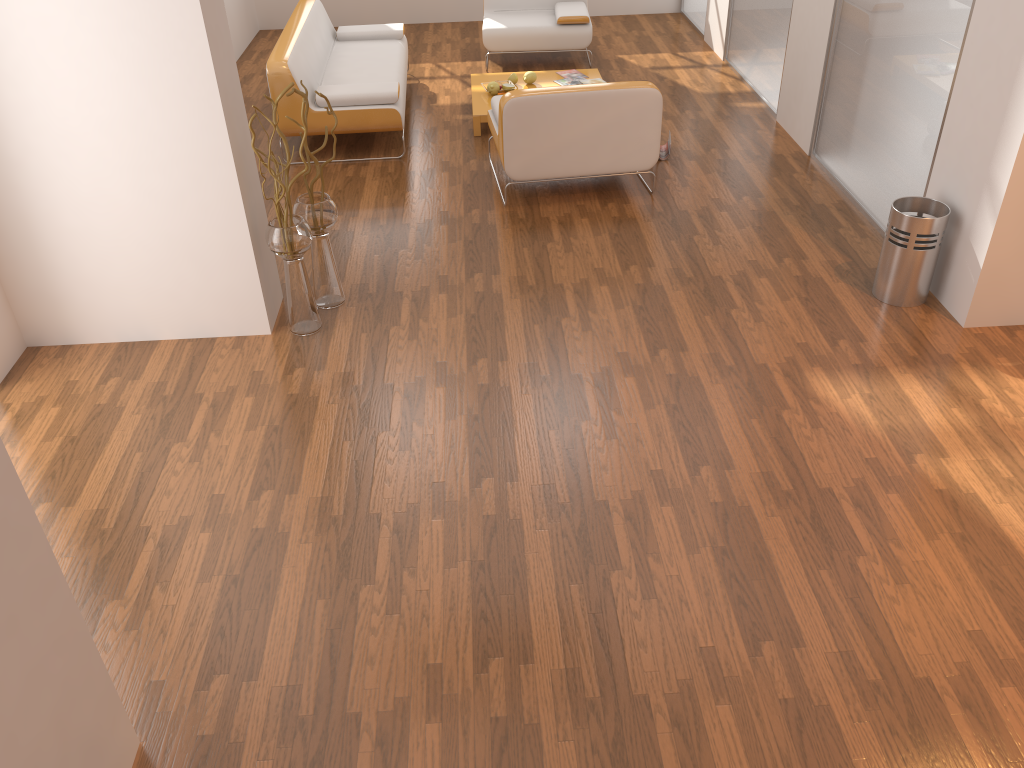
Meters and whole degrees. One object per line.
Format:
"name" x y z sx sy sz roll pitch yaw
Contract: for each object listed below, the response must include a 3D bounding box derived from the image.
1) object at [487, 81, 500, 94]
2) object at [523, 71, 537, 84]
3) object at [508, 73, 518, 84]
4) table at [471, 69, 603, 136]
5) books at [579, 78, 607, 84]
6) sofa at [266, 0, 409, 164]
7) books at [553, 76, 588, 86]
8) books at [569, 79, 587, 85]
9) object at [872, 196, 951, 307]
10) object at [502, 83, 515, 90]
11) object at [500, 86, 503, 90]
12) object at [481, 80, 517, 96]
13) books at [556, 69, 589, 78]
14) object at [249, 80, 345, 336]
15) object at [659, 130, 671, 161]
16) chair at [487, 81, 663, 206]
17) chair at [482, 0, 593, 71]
"object" -0.134 -2.160 6.470 0.102 0.095 0.101 -22 40 -26
"object" 0.135 -2.308 6.679 0.105 0.091 0.103 -6 35 -6
"object" 0.005 -2.299 6.675 0.080 0.087 0.094 13 38 21
"table" 0.204 -2.113 6.608 1.000 0.150 1.000 -3 35 -2
"books" 0.627 -2.241 6.621 0.171 0.004 0.249 -13 37 -15
"sofa" -1.203 -2.319 6.526 0.825 0.661 2.010 -4 35 -3
"books" 0.454 -2.292 6.717 0.249 0.004 0.171 -18 38 -22
"books" 0.518 -2.243 6.637 0.171 0.004 0.249 10 37 17
"object" 1.856 -0.616 4.136 0.248 0.450 0.248 25 43 33
"object" -0.025 -2.167 6.512 0.091 0.065 0.092 -28 43 -32
"object" -0.114 -2.193 6.559 0.134 0.037 0.061 1 35 4
"object" -0.098 -2.176 6.540 0.227 0.048 0.227 -9 36 -10
"books" 0.463 -2.390 6.856 0.171 0.004 0.249 -15 37 -18
"object" -0.953 -0.733 3.862 0.284 1.112 0.655 9 37 16
"object" 0.942 -1.618 5.811 0.189 0.217 0.281 2 35 6
"chair" 0.347 -1.573 5.385 0.923 0.661 0.825 -6 35 -6
"chair" 0.210 -3.154 7.646 0.923 0.661 0.825 -1 35 1
